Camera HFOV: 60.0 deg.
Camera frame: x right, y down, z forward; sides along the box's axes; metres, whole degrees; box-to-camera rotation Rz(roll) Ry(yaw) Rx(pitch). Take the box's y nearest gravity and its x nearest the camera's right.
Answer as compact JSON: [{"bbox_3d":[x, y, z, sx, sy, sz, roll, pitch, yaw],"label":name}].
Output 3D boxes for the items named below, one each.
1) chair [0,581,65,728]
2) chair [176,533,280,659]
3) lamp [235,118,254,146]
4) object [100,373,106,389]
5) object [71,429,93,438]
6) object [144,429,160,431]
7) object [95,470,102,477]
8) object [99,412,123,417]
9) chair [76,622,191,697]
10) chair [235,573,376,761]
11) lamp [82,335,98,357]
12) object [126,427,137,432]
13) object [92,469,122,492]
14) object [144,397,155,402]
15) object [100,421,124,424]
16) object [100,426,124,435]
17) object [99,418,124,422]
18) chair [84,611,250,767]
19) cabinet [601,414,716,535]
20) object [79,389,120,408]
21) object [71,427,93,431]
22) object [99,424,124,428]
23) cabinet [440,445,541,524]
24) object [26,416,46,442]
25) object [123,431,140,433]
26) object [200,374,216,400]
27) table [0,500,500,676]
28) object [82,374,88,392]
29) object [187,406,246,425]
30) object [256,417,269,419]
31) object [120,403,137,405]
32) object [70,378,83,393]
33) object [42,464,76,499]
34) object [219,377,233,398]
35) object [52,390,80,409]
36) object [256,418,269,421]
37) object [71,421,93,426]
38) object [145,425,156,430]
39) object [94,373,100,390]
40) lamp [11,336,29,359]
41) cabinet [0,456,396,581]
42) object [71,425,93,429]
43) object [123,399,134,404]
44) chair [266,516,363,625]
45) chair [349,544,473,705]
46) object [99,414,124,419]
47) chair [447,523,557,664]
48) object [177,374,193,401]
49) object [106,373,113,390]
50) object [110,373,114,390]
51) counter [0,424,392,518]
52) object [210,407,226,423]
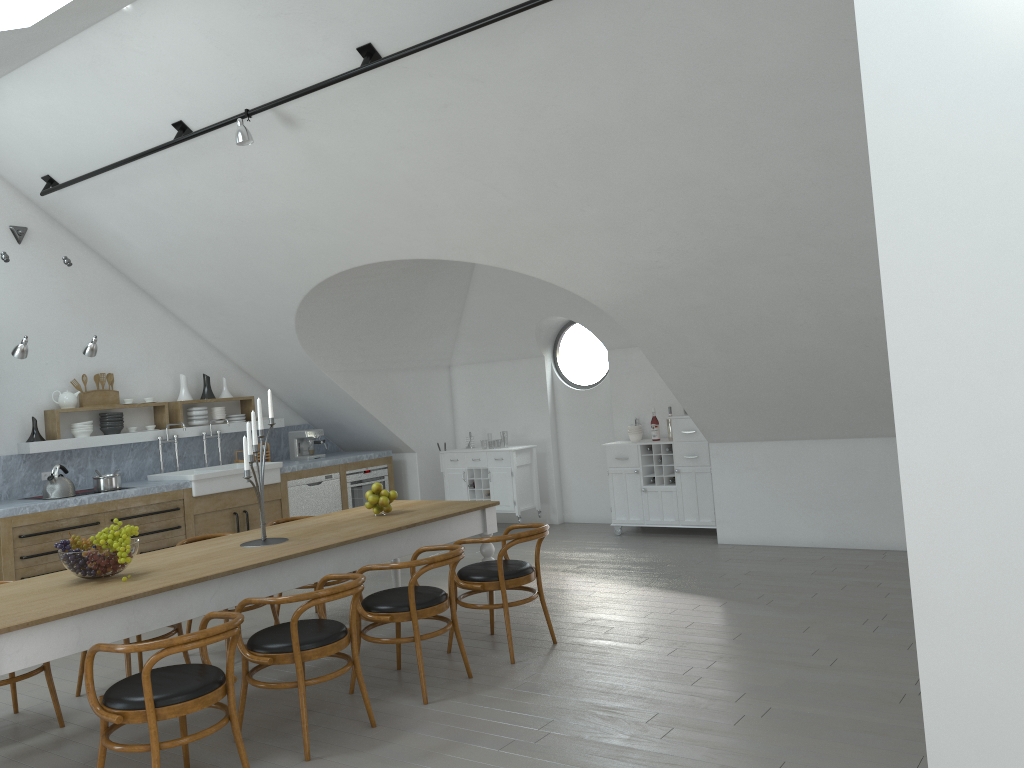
[{"bbox_3d":[-2.704,1.434,4.588,0.620,0.735,0.527,-6,-2,36],"label":"chair"},{"bbox_3d":[-1.858,1.370,5.769,0.620,0.735,0.527,-6,-2,39],"label":"chair"},{"bbox_3d":[-1.761,-1.662,5.830,0.112,0.175,0.114,-5,-1,-2],"label":"lamp"},{"bbox_3d":[-3.783,0.048,8.200,0.019,0.299,0.057,-6,-2,36],"label":"object"},{"bbox_3d":[-3.867,0.449,7.977,0.181,0.064,0.181,-4,-1,-32],"label":"object"},{"bbox_3d":[-3.483,0.449,8.547,0.164,0.012,0.163,-4,0,-37],"label":"object"},{"bbox_3d":[-3.520,0.819,7.624,0.235,0.167,0.051,-5,-2,31],"label":"object"},{"bbox_3d":[-3.715,0.304,8.218,0.205,0.080,0.206,-5,-1,38],"label":"object"},{"bbox_3d":[-2.233,1.398,5.142,0.620,0.735,0.527,-6,-2,32],"label":"chair"},{"bbox_3d":[-0.963,1.289,4.169,0.620,0.735,0.527,-6,-2,36],"label":"chair"},{"bbox_3d":[-3.488,-0.309,7.363,0.168,0.176,0.112,-5,-2,28],"label":"lamp"},{"bbox_3d":[-3.597,0.434,8.391,0.098,0.049,0.098,-5,-1,33],"label":"object"},{"bbox_3d":[-3.444,0.839,7.669,0.232,0.170,0.394,-5,-1,16],"label":"object"},{"bbox_3d":[-3.503,0.158,8.563,0.098,0.049,0.098,-5,-1,33],"label":"object"},{"bbox_3d":[-3.701,0.378,8.208,0.205,0.086,0.205,-5,-1,-12],"label":"object"},{"bbox_3d":[-3.703,0.432,8.207,0.205,0.072,0.206,-5,-1,23],"label":"object"},{"bbox_3d":[-3.708,0.356,8.212,0.205,0.072,0.206,-5,-1,23],"label":"object"},{"bbox_3d":[-1.353,1.318,3.554,0.620,0.735,0.527,-6,-2,39],"label":"chair"},{"bbox_3d":[1.561,0.890,8.769,1.240,1.155,0.610,-5,-2,36],"label":"cabinet"},{"bbox_3d":[-3.805,0.129,8.175,0.084,0.158,0.354,-6,-1,36],"label":"object"},{"bbox_3d":[-3.870,0.426,7.977,0.181,0.065,0.181,-5,-1,-17],"label":"object"},{"bbox_3d":[-3.705,0.406,8.208,0.205,0.086,0.205,-5,-1,-17],"label":"object"},{"bbox_3d":[-0.265,1.113,9.850,1.133,0.790,0.497,-5,-2,36],"label":"cabinet"},{"bbox_3d":[-4.124,0.389,7.664,0.156,0.219,0.156,-5,-1,17],"label":"object"},{"bbox_3d":[-3.595,0.458,8.391,0.164,0.012,0.163,-4,0,-37],"label":"object"},{"bbox_3d":[-3.127,0.024,9.092,0.156,0.268,0.156,-6,-2,40],"label":"object"},{"bbox_3d":[-1.436,1.296,4.897,1.017,0.800,3.351,-5,-1,36],"label":"table"},{"bbox_3d":[-3.889,0.056,8.087,0.027,0.299,0.055,-6,-2,36],"label":"object"},{"bbox_3d":[-3.042,0.323,9.140,0.197,0.196,0.657,-5,-1,35],"label":"object"},{"bbox_3d":[-2.697,0.378,9.628,0.213,0.025,0.213,-5,0,23],"label":"object"},{"bbox_3d":[-3.626,0.191,8.387,0.164,0.012,0.163,-4,0,-37],"label":"object"},{"bbox_3d":[-3.906,0.075,8.055,0.199,0.259,0.016,-3,-2,-44],"label":"object"},{"bbox_3d":[-3.724,0.795,7.278,0.246,0.268,0.246,-4,-2,-44],"label":"object"},{"bbox_3d":[-3.002,0.039,9.279,0.156,0.219,0.156,-5,-1,17],"label":"object"},{"bbox_3d":[-3.978,0.137,7.918,0.174,0.169,0.168,-5,-1,19],"label":"object"},{"bbox_3d":[-2.696,0.387,9.627,0.213,0.025,0.213,-5,0,23],"label":"object"},{"bbox_3d":[-3.871,0.374,7.983,0.181,0.076,0.180,-5,-1,-17],"label":"object"},{"bbox_3d":[-3.485,0.426,8.548,0.098,0.049,0.098,-5,-1,33],"label":"object"},{"bbox_3d":[-3.819,0.051,8.184,0.040,0.299,0.061,-6,-2,33],"label":"object"},{"bbox_3d":[-3.828,-0.280,6.895,0.115,0.178,0.164,-4,-2,-36],"label":"lamp"},{"bbox_3d":[-3.550,1.493,7.632,1.002,1.023,6.432,-6,-1,36],"label":"cabinet"},{"bbox_3d":[-3.870,0.403,7.980,0.181,0.069,0.181,-4,-1,-37],"label":"object"},{"bbox_3d":[-3.628,0.168,8.388,0.098,0.049,0.098,-5,-1,33],"label":"object"},{"bbox_3d":[-1.428,1.338,6.351,0.620,0.735,0.527,-6,-2,32],"label":"chair"},{"bbox_3d":[-0.526,1.256,4.751,0.620,0.735,0.527,-5,-2,31],"label":"chair"},{"bbox_3d":[-3.710,0.331,8.218,0.205,0.084,0.205,-4,-1,-27],"label":"object"},{"bbox_3d":[-0.050,1.219,5.299,0.620,0.735,0.527,-6,-2,38],"label":"chair"},{"bbox_3d":[-3.283,0.036,8.880,0.156,0.268,0.156,-5,-2,24],"label":"object"},{"bbox_3d":[-3.748,0.047,8.253,0.039,0.298,0.068,-6,-2,36],"label":"object"},{"bbox_3d":[-3.740,0.046,8.294,0.030,0.294,0.057,-6,-2,36],"label":"object"},{"bbox_3d":[-3.593,0.673,7.733,0.960,0.620,6.580,-5,-1,36],"label":"counter"},{"bbox_3d":[-3.022,0.319,9.127,0.158,0.160,0.154,-4,-1,-26],"label":"object"}]
